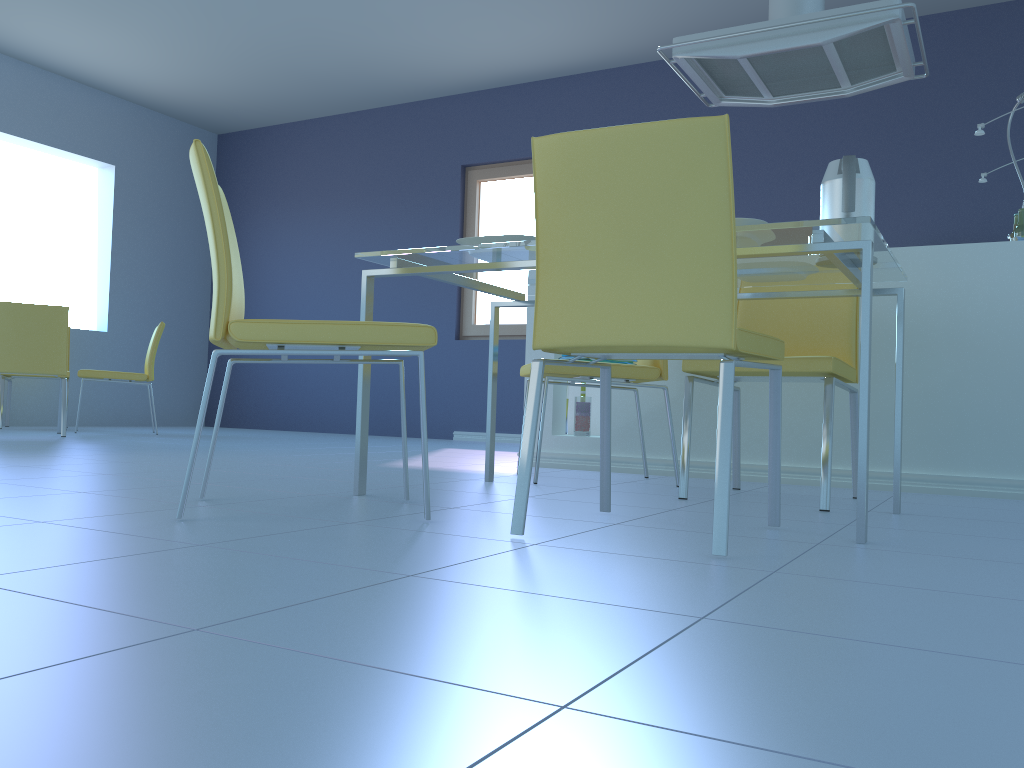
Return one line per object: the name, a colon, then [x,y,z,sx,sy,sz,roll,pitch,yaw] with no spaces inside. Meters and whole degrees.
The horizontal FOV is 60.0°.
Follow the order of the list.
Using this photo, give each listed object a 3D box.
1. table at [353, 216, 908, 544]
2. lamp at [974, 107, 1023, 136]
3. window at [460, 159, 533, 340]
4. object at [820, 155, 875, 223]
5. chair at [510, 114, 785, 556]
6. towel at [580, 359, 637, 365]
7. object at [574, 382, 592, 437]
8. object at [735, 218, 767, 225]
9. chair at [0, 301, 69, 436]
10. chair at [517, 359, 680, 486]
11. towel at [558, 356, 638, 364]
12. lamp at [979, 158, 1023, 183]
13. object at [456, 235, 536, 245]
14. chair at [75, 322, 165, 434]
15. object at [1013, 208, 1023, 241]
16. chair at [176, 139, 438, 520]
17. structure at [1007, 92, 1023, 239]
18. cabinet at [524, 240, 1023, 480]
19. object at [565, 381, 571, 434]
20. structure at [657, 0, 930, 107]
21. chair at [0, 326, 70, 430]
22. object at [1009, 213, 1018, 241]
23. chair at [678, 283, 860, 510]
table: [0.295,0.000,2.182,1.173,0.590,0.730,1,-2,29]
lamp: [1.992,-1.042,3.387,0.400,0.134,0.037,1,-2,29]
window: [0.288,-0.931,6.064,1.475,1.263,0.142,1,-2,29]
object: [0.769,-0.396,2.021,0.132,0.222,0.146,3,-2,-19]
chair: [0.273,-0.074,1.663,0.387,0.695,0.484,1,-2,26]
towel: [0.278,-0.066,2.899,0.195,0.024,0.201,4,-2,-42]
object: [0.279,-0.006,3.493,0.067,0.423,0.229,3,-2,-30]
object: [0.430,-0.311,1.858,0.228,0.020,0.228,1,-2,26]
chair: [-2.638,-0.075,4.836,0.387,0.695,0.484,3,-2,-30]
chair: [0.293,-0.035,2.905,0.484,0.695,0.387,2,-2,-8]
towel: [0.278,-0.080,2.894,0.195,0.024,0.201,3,-2,-36]
lamp: [2.361,-1.009,4.058,0.400,0.134,0.037,1,-2,29]
object: [-0.006,-0.319,2.098,0.228,0.020,0.228,1,-2,26]
chair: [-2.446,-0.045,5.548,0.484,0.699,0.387,3,-2,-25]
object: [1.671,-0.480,2.902,0.052,0.187,0.052,4,-2,-42]
chair: [-0.422,-0.092,1.839,0.484,0.695,0.387,2,-2,-13]
structure: [2.180,-0.804,3.724,0.178,0.920,0.308,1,-2,27]
cabinet: [1.371,-0.009,4.095,2.139,0.800,2.200,1,-2,29]
object: [0.235,0.031,3.793,0.050,0.365,0.085,1,-2,27]
structure: [1.109,-1.661,3.433,0.895,0.962,0.695,1,-2,29]
chair: [-3.108,-0.061,5.810,0.387,0.695,0.484,3,-2,-25]
object: [1.703,-0.478,2.984,0.052,0.190,0.052,2,-2,-6]
chair: [0.739,-0.034,2.458,0.387,0.695,0.484,1,-2,31]
